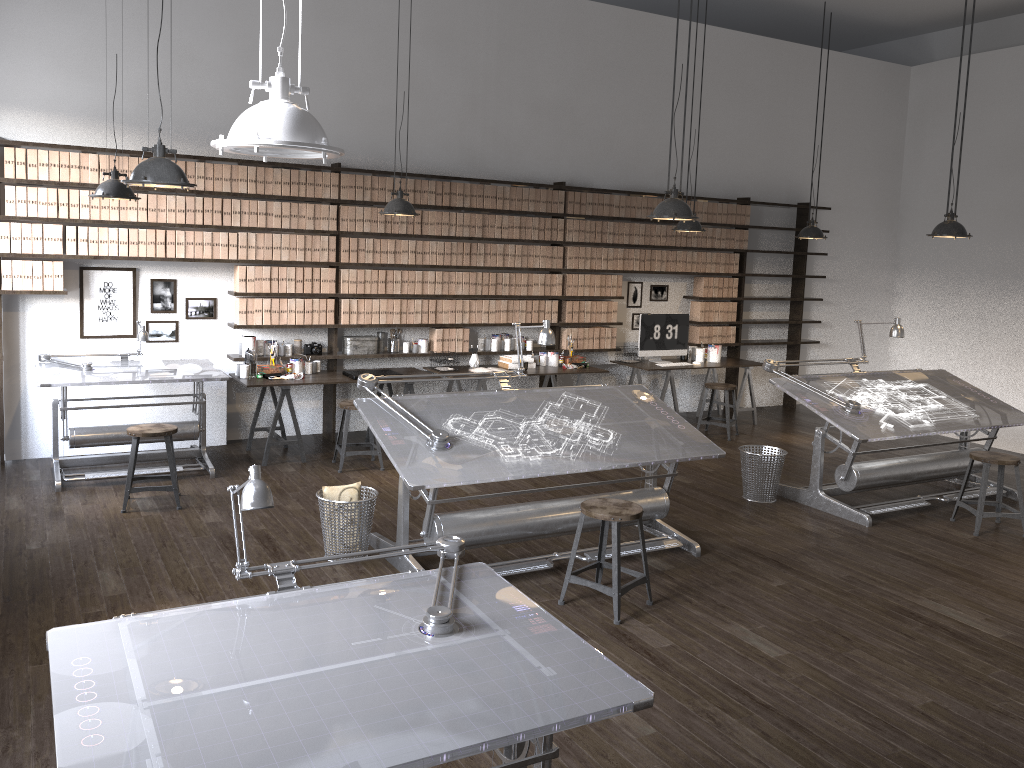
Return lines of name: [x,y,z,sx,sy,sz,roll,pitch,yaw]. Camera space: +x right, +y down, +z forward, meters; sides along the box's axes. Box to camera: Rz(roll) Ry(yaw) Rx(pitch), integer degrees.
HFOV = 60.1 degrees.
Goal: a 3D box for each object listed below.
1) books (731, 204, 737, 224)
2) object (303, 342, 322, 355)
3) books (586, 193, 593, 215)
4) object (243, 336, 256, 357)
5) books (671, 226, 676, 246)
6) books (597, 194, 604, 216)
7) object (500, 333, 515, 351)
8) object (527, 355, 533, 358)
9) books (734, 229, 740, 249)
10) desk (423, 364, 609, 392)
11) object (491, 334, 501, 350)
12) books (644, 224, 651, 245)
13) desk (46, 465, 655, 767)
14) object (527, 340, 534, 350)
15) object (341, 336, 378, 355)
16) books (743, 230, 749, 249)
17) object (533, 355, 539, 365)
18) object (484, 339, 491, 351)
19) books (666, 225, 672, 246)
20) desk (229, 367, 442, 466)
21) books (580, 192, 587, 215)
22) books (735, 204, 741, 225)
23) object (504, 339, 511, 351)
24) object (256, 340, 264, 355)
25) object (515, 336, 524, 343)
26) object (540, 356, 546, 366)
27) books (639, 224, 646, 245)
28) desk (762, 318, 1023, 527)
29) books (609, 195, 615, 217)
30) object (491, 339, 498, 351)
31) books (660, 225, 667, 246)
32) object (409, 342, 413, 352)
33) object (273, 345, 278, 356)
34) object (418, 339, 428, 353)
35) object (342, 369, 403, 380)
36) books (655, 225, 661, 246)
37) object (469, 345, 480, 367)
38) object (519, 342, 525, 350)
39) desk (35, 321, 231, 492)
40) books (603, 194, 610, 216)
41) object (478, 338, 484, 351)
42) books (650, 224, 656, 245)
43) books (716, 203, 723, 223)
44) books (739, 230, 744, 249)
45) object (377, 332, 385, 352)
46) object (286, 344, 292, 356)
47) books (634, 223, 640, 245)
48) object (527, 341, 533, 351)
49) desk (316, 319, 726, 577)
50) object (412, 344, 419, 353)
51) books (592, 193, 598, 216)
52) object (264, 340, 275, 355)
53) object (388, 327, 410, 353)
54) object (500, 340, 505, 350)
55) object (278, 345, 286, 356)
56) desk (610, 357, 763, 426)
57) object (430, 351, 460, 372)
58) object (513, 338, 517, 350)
books: [2.441,-1.912,9.987,0.067,0.224,0.175,-1,8,-29]
object: [-1.749,-0.311,7.808,0.171,0.108,0.091,-2,8,-29]
books: [0.745,-1.834,9.038,0.067,0.224,0.175,-1,8,-29]
object: [-2.227,-0.316,7.507,0.107,0.176,0.108,-1,8,-27]
books: [1.697,-1.604,9.606,0.067,0.224,0.175,-1,8,-29]
books: [0.867,-1.840,9.110,0.067,0.224,0.175,-1,8,-29]
object: [-0.053,-0.417,8.817,0.094,0.161,0.206,-1,8,-28]
object: [0.172,-0.238,8.741,0.062,0.094,0.062,4,7,11]
books: [2.499,-1.640,10.050,0.067,0.224,0.175,-1,8,-29]
desk: [0.037,0.188,8.454,1.669,0.666,0.659,-2,9,-29]
object: [-0.160,-0.410,8.744,0.095,0.161,0.094,-2,8,-33]
books: [1.393,-1.591,9.438,0.067,0.224,0.175,-1,8,-29]
desk: [-0.495,0.851,2.323,1.269,1.182,1.178,-2,8,-29]
object: [0.184,-0.392,8.888,0.063,0.094,0.063,3,7,2]
object: [-1.384,-0.355,8.052,0.317,0.151,0.194,-2,9,-30]
books: [2.611,-1.646,10.116,0.067,0.224,0.175,-1,8,-29]
object: [0.236,-0.232,8.722,0.062,0.093,0.063,4,7,11]
object: [-0.238,-0.381,8.646,0.062,0.117,0.063,4,7,11]
books: [1.643,-1.601,9.571,0.067,0.224,0.175,-1,8,-29]
desk: [-1.504,0.258,7.594,1.669,0.666,0.659,-2,9,-29]
books: [0.680,-1.832,9.007,0.067,0.224,0.175,-1,8,-29]
books: [2.506,-1.915,10.025,0.067,0.224,0.175,-1,8,-29]
object: [-0.044,-0.383,8.708,0.062,0.118,0.062,6,7,29]
object: [-2.173,-0.314,7.623,0.070,0.130,0.070,3,7,9]
object: [0.074,-0.419,8.948,0.094,0.129,0.095,-4,9,-42]
object: [0.305,-0.228,8.711,0.062,0.094,0.062,5,7,20]
books: [1.333,-1.587,9.400,0.067,0.224,0.175,-1,8,-29]
desk: [2.978,0.184,6.892,2.070,1.379,1.082,-2,8,-29]
books: [0.984,-1.845,9.175,0.067,0.224,0.175,-1,8,-29]
object: [-0.169,-0.377,8.635,0.062,0.118,0.062,5,7,20]
books: [1.580,-1.598,9.536,0.067,0.224,0.175,-1,8,-29]
object: [-0.965,-0.349,8.319,0.063,0.093,0.063,5,7,22]
object: [-2.043,-0.285,7.617,0.062,0.094,0.062,-4,9,-43]
object: [-0.838,-0.358,8.325,0.095,0.127,0.094,-1,8,-22]
object: [-1.194,-0.081,7.592,0.446,0.033,0.314,-3,10,-29]
books: [1.515,-1.596,9.504,0.067,0.224,0.175,-1,8,-29]
object: [-0.354,-0.265,8.432,0.101,0.208,0.102,4,7,15]
object: [0.101,-0.382,8.869,0.054,0.081,0.054,-3,9,-39]
desk: [-2.907,0.112,6.749,1.269,1.092,1.077,-2,8,-29]
books: [0.928,-1.842,9.138,0.067,0.224,0.175,-1,8,-29]
object: [-0.302,-0.387,8.665,0.062,0.118,0.062,4,7,11]
books: [1.453,-1.594,9.473,0.067,0.224,0.175,-1,8,-29]
books: [2.260,-1.903,9.885,0.067,0.224,0.175,-1,8,-29]
books: [2.555,-1.644,10.086,0.067,0.224,0.175,-1,8,-29]
object: [-1.222,-0.389,8.241,0.079,0.187,0.079,8,8,39]
object: [-1.946,-0.296,7.713,0.062,0.094,0.062,-4,9,-43]
books: [1.269,-1.584,9.366,0.067,0.224,0.175,-1,8,-29]
object: [0.175,-0.382,8.822,0.062,0.095,0.062,3,7,2]
desk: [0.051,0.319,5.259,2.281,1.379,1.082,-2,8,-29]
object: [-0.920,-0.345,8.326,0.062,0.093,0.182,0,8,-15]
books: [0.805,-1.837,9.076,0.067,0.224,0.175,-1,8,-29]
object: [-2.109,-0.314,7.705,0.095,0.127,0.094,2,7,1]
object: [-1.058,-0.430,8.238,0.182,0.270,0.157,-4,9,-45]
object: [-0.090,-0.384,8.783,0.054,0.101,0.054,1,7,-13]
object: [-1.990,-0.289,7.663,0.063,0.093,0.063,-4,9,-43]
desk: [1.906,0.102,9.498,1.669,0.666,0.659,-2,9,-29]
object: [-0.619,-0.207,8.146,0.204,0.160,0.285,-2,9,-29]
object: [0.025,-0.399,8.826,0.062,0.118,0.062,6,7,29]
